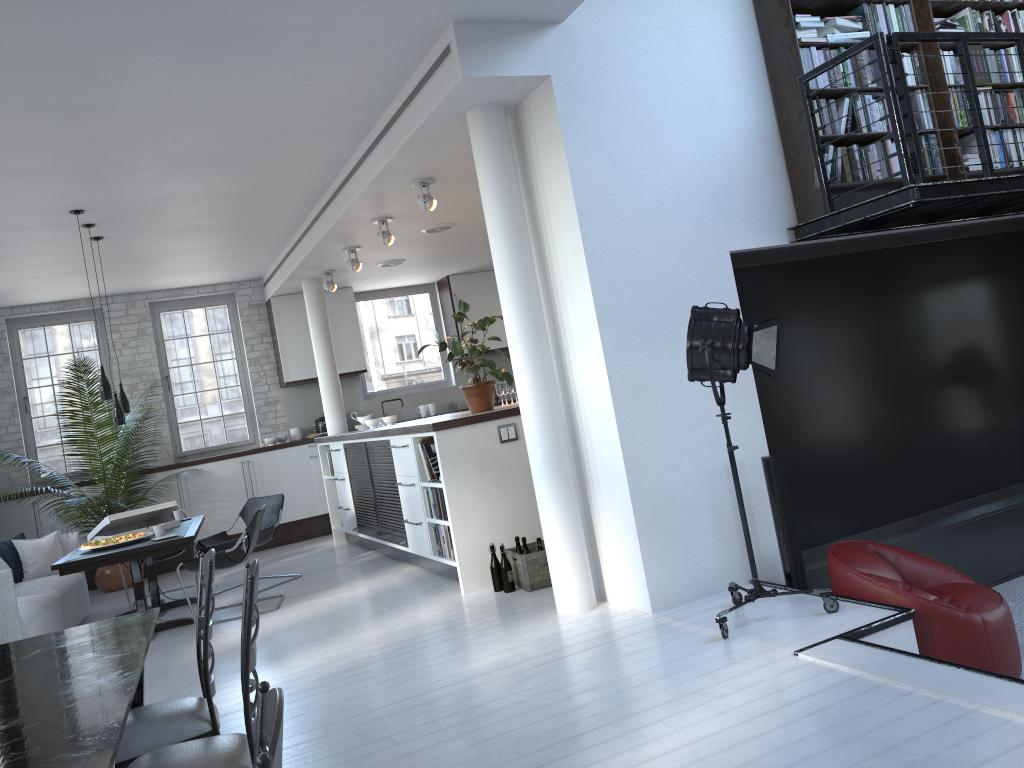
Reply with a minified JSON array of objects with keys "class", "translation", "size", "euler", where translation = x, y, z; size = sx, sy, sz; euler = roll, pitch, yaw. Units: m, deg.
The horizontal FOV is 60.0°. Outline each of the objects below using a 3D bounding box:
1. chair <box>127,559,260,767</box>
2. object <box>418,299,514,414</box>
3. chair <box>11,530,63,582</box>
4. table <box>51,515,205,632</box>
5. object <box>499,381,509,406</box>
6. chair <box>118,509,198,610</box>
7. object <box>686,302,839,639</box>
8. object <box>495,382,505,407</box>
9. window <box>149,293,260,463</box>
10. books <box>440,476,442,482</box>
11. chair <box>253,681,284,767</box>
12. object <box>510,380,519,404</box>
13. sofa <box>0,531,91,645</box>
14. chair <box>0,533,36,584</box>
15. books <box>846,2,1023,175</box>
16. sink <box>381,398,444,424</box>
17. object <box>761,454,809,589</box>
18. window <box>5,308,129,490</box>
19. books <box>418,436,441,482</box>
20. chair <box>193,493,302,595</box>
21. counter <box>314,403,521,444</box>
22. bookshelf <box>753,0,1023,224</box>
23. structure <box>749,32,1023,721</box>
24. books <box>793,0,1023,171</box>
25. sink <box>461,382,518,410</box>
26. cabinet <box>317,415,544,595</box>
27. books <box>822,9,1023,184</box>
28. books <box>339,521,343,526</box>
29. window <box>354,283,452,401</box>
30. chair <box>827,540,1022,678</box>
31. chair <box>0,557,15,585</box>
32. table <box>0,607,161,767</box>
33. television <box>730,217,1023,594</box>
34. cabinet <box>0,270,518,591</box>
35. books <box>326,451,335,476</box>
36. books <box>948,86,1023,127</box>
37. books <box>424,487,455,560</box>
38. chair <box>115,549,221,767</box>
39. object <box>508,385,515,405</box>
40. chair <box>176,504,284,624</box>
[{"class":"chair","translation":[-0.901,1.043,2.538],"size":[0.504,0.966,0.494],"euler":[-10,-2,-19]},{"class":"object","translation":[-0.335,-0.217,6.887],"size":[0.772,0.892,0.438],"euler":[-12,-3,34]},{"class":"chair","translation":[-4.192,1.552,7.920],"size":[0.218,0.439,0.458],"euler":[-12,-2,36]},{"class":"table","translation":[-2.990,1.591,7.228],"size":[0.961,0.704,1.911],"euler":[-10,-1,-17]},{"class":"object","translation":[-0.063,0.087,7.998],"size":[0.082,0.223,0.082],"euler":[-11,-3,9]},{"class":"chair","translation":[-3.302,1.622,8.317],"size":[0.672,0.779,0.662],"euler":[-10,-2,-19]},{"class":"object","translation":[1.172,0.361,4.350],"size":[0.543,1.581,0.611],"euler":[-11,-3,20]},{"class":"object","translation":[-0.100,0.094,8.086],"size":[0.082,0.223,0.083],"euler":[-12,-3,33]},{"class":"window","translation":[-5.248,-0.123,15.329],"size":[8.156,6.080,9.112],"euler":[-10,-1,-24]},{"class":"books","translation":[-0.374,0.653,6.351],"size":[0.273,0.054,0.203],"euler":[-10,-1,-29]},{"class":"chair","translation":[-0.465,0.951,1.125],"size":[0.504,0.966,0.494],"euler":[-10,-2,-17]},{"class":"object","translation":[0.028,0.070,8.016],"size":[0.083,0.223,0.082],"euler":[-10,-3,-10]},{"class":"sofa","translation":[-3.995,1.737,6.870],"size":[0.922,0.772,2.648],"euler":[-10,-1,-17]},{"class":"chair","translation":[-4.469,1.575,7.728],"size":[0.333,0.500,0.625],"euler":[-11,-1,16]},{"class":"books","translation":[3.820,-2.129,4.082],"size":[1.603,1.141,4.319],"euler":[-10,-1,-25]},{"class":"sink","translation":[-1.163,0.403,10.055],"size":[0.650,0.520,0.544],"euler":[-10,-2,-24]},{"class":"object","translation":[1.559,1.007,4.973],"size":[0.158,1.222,0.157],"euler":[-8,-4,-43]},{"class":"window","translation":[-5.206,0.150,10.387],"size":[1.036,1.994,0.132],"euler":[-9,-3,-24]},{"class":"books","translation":[-0.544,0.548,6.577],"size":[0.186,0.329,0.322],"euler":[-9,-2,-24]},{"class":"chair","translation":[-2.393,1.453,8.027],"size":[0.668,0.779,0.666],"euler":[-11,-2,31]},{"class":"counter","translation":[-0.733,0.354,8.323],"size":[1.450,0.061,4.185],"euler":[-10,-1,-24]},{"class":"bookshelf","translation":[3.904,-2.209,4.124],"size":[3.096,1.618,4.459],"euler":[-10,-1,-24]},{"class":"structure","translation":[3.516,-0.448,3.735],"size":[4.627,3.358,4.472],"euler":[-10,-1,-24]},{"class":"books","translation":[2.672,-2.049,5.849],"size":[2.212,1.425,0.313],"euler":[-10,-3,-24]},{"class":"sink","translation":[-0.212,0.190,12.083],"size":[0.918,0.414,0.432],"euler":[-10,-2,-24]},{"class":"cabinet","translation":[-0.624,0.932,8.286],"size":[1.504,1.173,4.154],"euler":[-10,-1,-24]},{"class":"books","translation":[3.527,-2.211,3.954],"size":[2.211,1.410,4.361],"euler":[-10,-1,-25]},{"class":"books","translation":[-1.731,1.358,9.690],"size":[0.294,0.324,0.470],"euler":[-10,-1,-27]},{"class":"window","translation":[-1.542,-0.586,12.071],"size":[1.301,1.461,0.132],"euler":[-10,-3,-24]},{"class":"chair","translation":[2.119,1.165,4.594],"size":[0.833,0.712,0.826],"euler":[-9,-2,-45]},{"class":"chair","translation":[-4.354,1.515,7.298],"size":[0.375,0.465,0.563],"euler":[-10,-2,-17]},{"class":"table","translation":[-1.497,1.279,2.594],"size":[0.893,0.698,1.989],"euler":[-10,-1,-19]},{"class":"television","translation":[2.980,0.142,5.977],"size":[3.361,2.430,0.116],"euler":[-10,-3,-24]},{"class":"cabinet","translation":[-1.319,0.127,8.243],"size":[7.246,3.005,7.273],"euler":[-10,-1,-24]},{"class":"books","translation":[-1.855,0.820,9.687],"size":[0.254,0.324,0.508],"euler":[-10,-1,-24]},{"class":"books","translation":[4.019,-2.300,4.160],"size":[1.173,1.406,4.368],"euler":[-10,-1,-24]},{"class":"books","translation":[-0.324,0.835,6.519],"size":[0.493,0.799,0.538],"euler":[-9,-2,-24]},{"class":"chair","translation":[-1.194,1.101,3.018],"size":[0.504,0.966,0.494],"euler":[-9,-3,-24]},{"class":"object","translation":[-0.013,0.079,8.108],"size":[0.082,0.223,0.083],"euler":[-12,-3,31]},{"class":"chair","translation":[-2.224,1.413,6.998],"size":[0.665,0.779,0.669],"euler":[-10,-2,-9]}]
